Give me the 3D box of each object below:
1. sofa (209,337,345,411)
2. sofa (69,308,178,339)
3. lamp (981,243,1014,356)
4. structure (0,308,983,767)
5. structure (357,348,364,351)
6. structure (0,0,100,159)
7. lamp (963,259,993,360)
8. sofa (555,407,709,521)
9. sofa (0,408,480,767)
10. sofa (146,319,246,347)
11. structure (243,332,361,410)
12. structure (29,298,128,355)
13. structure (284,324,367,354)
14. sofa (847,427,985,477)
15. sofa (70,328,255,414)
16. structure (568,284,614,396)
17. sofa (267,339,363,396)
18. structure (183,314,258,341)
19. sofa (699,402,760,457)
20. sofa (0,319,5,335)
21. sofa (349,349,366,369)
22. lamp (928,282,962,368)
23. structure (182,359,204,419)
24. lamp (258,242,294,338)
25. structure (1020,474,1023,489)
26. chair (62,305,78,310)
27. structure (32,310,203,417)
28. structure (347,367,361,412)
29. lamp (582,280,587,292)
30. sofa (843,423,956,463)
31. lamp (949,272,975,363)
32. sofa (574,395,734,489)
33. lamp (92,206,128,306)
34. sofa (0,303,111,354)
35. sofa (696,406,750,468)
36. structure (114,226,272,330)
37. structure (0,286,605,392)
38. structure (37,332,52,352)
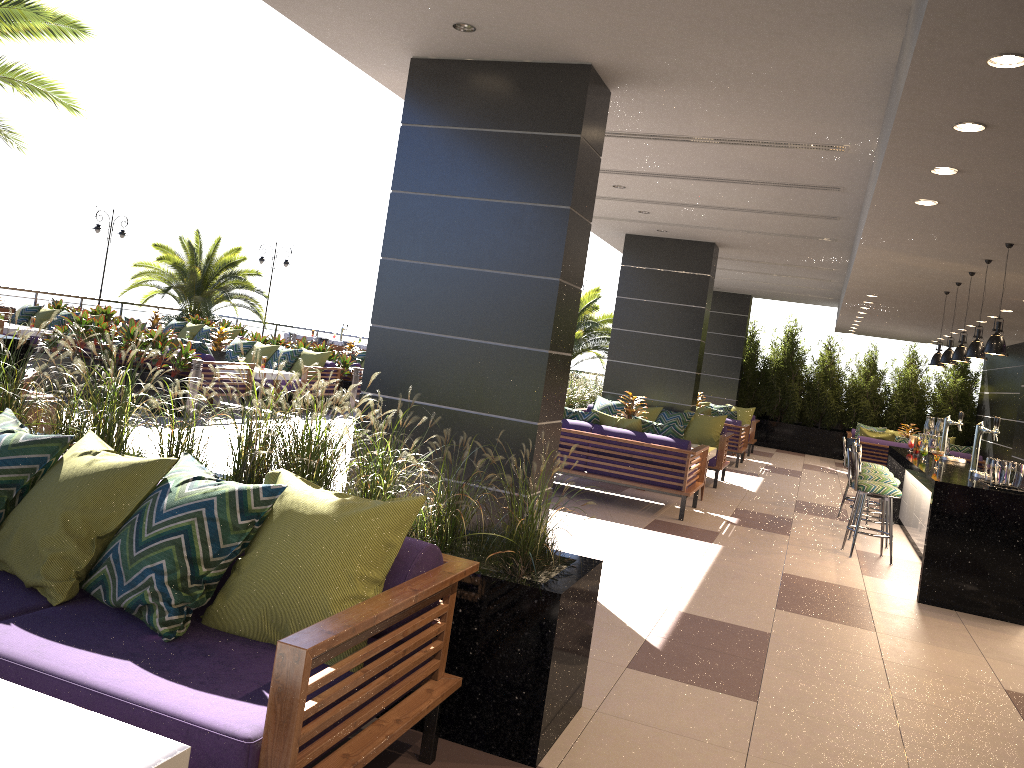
[{"bbox_3d":[-3.837,-0.202,13.787,2.132,0.920,1.116,9,1,19],"label":"sofa"},{"bbox_3d":[-7.557,-0.885,16.703,2.132,0.920,1.116,9,1,19],"label":"sofa"},{"bbox_3d":[3.776,-0.652,6.816,0.162,0.865,0.163,9,-1,-28],"label":"lamp"},{"bbox_3d":[2.738,-0.125,8.935,7.838,3.124,24.659,9,3,19],"label":"structure"},{"bbox_3d":[-2.346,-0.200,18.175,2.257,1.173,0.735,9,0,21],"label":"structure"},{"bbox_3d":[-7.301,-3.242,9.667,4.728,6.509,4.721,9,0,37],"label":"structure"},{"bbox_3d":[4.065,-0.646,7.652,0.162,0.865,0.163,9,-1,-28],"label":"lamp"},{"bbox_3d":[0.912,0.703,9.303,2.132,0.920,1.116,9,1,19],"label":"sofa"},{"bbox_3d":[-1.317,0.653,2.845,2.132,0.920,1.116,9,1,19],"label":"sofa"},{"bbox_3d":[-6.793,-0.866,18.880,2.132,0.920,1.116,9,1,19],"label":"sofa"},{"bbox_3d":[-3.606,-0.227,14.515,2.426,1.174,0.698,9,0,21],"label":"structure"},{"bbox_3d":[-7.855,-0.927,16.003,2.253,1.173,0.712,9,0,16],"label":"structure"},{"bbox_3d":[-3.479,-0.696,21.530,4.413,1.330,0.802,9,0,19],"label":"structure"},{"bbox_3d":[6.994,1.346,15.371,2.132,0.920,1.116,9,1,19],"label":"sofa"},{"bbox_3d":[-4.602,-0.221,11.610,2.132,0.920,1.116,9,1,19],"label":"sofa"},{"bbox_3d":[0.987,-0.953,19.957,3.786,3.306,3.766,8,1,-28],"label":"structure"},{"bbox_3d":[-3.374,-0.195,15.218,2.132,0.920,1.116,9,1,19],"label":"sofa"},{"bbox_3d":[-6.576,-0.895,19.640,2.257,1.173,0.735,9,0,21],"label":"structure"},{"bbox_3d":[3.760,0.768,17.557,2.132,0.920,1.116,9,1,19],"label":"sofa"},{"bbox_3d":[-8.778,-0.909,13.092,2.132,0.920,1.116,9,1,19],"label":"sofa"},{"bbox_3d":[-2.617,-0.178,17.398,2.132,0.920,1.116,9,1,19],"label":"sofa"},{"bbox_3d":[4.768,-0.630,9.690,0.193,0.865,1.078,8,1,19],"label":"lamp"},{"bbox_3d":[-3.780,0.060,10.502,0.100,0.701,0.179,8,-1,19],"label":"structure"},{"bbox_3d":[-6.730,-2.318,24.409,1.125,3.331,0.263,8,-1,19],"label":"lamp"},{"bbox_3d":[5.432,0.502,8.009,0.532,2.762,4.617,8,1,19],"label":"structure"},{"bbox_3d":[-10.273,-1.393,20.186,0.716,0.817,0.712,9,1,19],"label":"chair"},{"bbox_3d":[-4.861,-0.256,10.887,2.257,1.173,0.735,9,0,21],"label":"structure"},{"bbox_3d":[-2.527,0.088,14.132,0.100,0.701,0.179,8,-1,19],"label":"structure"},{"bbox_3d":[1.062,-1.033,21.643,1.125,3.331,0.263,8,-1,19],"label":"lamp"},{"bbox_3d":[7.830,1.365,17.793,2.132,0.920,1.116,9,1,19],"label":"sofa"},{"bbox_3d":[4.344,-0.640,8.462,0.162,0.865,0.163,9,-1,-28],"label":"lamp"},{"bbox_3d":[1.871,0.725,12.084,2.132,0.920,1.116,9,1,19],"label":"sofa"},{"bbox_3d":[-10.031,-2.694,21.741,0.264,3.331,1.118,8,-1,19],"label":"lamp"},{"bbox_3d":[-8.021,-0.892,15.272,2.132,0.920,1.116,9,1,19],"label":"sofa"},{"bbox_3d":[2.924,0.749,15.135,2.132,0.920,1.116,9,1,19],"label":"sofa"},{"bbox_3d":[-8.171,-2.460,23.146,3.792,3.306,3.760,8,1,-13],"label":"structure"},{"bbox_3d":[-5.903,-0.638,15.029,12.953,1.059,17.454,9,3,19],"label":"structure"},{"bbox_3d":[-5.995,-0.306,11.289,0.100,0.701,0.179,8,-1,19],"label":"structure"}]
